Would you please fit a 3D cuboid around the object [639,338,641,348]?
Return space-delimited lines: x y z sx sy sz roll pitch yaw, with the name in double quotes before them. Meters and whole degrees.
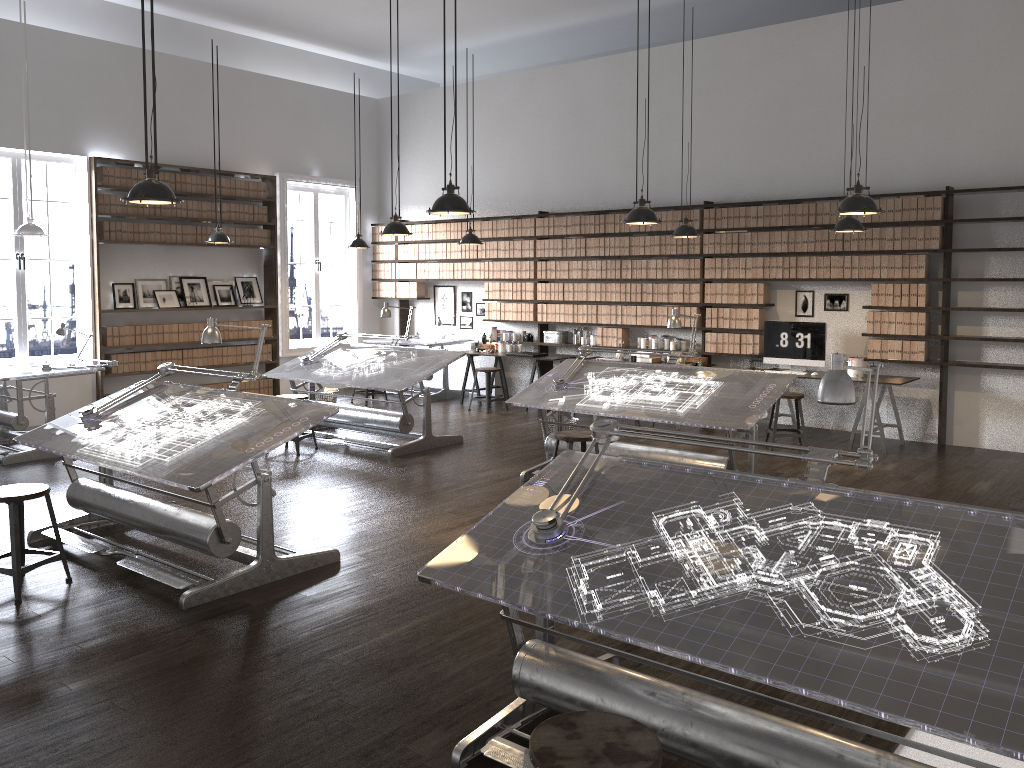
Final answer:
"object" 1.539 -0.485 10.515 0.063 0.117 0.063 -1 4 -10

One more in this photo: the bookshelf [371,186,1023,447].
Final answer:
"bookshelf" 1.571 -0.525 10.621 9.193 3.195 0.374 5 6 39

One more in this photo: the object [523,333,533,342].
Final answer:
"object" 0.198 -0.611 11.602 0.171 0.108 0.091 5 7 39

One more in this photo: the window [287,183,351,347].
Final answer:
"window" -2.805 -1.678 12.697 0.153 2.301 1.247 3 5 39

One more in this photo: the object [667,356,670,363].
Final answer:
"object" 1.789 -0.288 10.033 0.062 0.094 0.062 0 5 -1

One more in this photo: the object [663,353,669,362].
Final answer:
"object" 1.768 -0.304 10.168 0.062 0.094 0.062 -1 5 -10

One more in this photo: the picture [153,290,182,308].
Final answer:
"picture" -4.266 -1.048 10.966 0.145 0.228 0.300 4 7 39

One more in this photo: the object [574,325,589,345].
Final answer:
"object" 0.861 -0.635 11.123 0.181 0.271 0.157 2 5 23

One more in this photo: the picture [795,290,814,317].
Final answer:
"picture" 3.123 -0.856 9.443 0.201 0.283 0.022 4 5 38

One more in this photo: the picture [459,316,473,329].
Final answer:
"picture" -0.644 -0.866 12.507 0.251 0.183 0.023 5 6 39

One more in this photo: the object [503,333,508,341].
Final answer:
"object" -0.089 -0.626 11.804 0.062 0.094 0.062 2 5 25

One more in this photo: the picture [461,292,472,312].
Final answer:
"picture" -0.635 -1.157 12.482 0.201 0.283 0.022 4 5 38

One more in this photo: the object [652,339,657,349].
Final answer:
"object" 1.668 -0.467 10.358 0.062 0.119 0.062 1 4 7

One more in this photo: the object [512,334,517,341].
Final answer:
"object" 0.036 -0.620 11.750 0.062 0.094 0.062 2 5 25

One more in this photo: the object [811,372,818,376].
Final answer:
"object" 2.993 -0.099 8.745 0.059 0.028 0.106 4 8 35

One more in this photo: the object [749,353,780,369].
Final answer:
"object" 2.673 -0.240 9.383 0.284 0.160 0.204 4 7 31

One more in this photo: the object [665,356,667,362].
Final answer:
"object" 1.774 -0.295 10.101 0.063 0.093 0.063 -1 5 -10

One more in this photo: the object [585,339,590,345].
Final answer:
"object" 0.987 -0.531 11.027 0.181 0.093 0.062 -5 7 -37

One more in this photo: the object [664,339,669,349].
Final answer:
"object" 1.804 -0.465 10.337 0.062 0.119 0.062 1 4 7

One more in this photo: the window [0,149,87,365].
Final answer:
"window" -5.393 -1.317 9.699 0.153 2.488 1.486 3 5 39

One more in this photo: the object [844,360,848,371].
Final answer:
"object" 3.318 -0.162 8.812 0.096 0.142 0.097 -3 6 -34

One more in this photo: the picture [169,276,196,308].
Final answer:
"picture" -4.150 -1.169 11.228 0.091 0.404 0.370 3 6 39

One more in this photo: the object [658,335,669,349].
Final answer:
"object" 1.768 -0.489 10.406 0.094 0.161 0.206 4 7 40

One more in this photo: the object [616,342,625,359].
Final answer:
"object" 1.289 -0.400 10.541 0.101 0.208 0.102 0 4 -6

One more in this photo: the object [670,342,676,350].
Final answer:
"object" 1.855 -0.438 10.197 0.062 0.095 0.062 -2 5 -19

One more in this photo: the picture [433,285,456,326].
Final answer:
"picture" -0.966 -1.130 12.739 0.416 0.573 0.040 4 5 39

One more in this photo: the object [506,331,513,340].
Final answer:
"object" -0.030 -0.650 11.898 0.094 0.127 0.095 -2 5 -21

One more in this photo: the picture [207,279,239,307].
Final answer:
"picture" -3.809 -1.194 11.646 0.095 0.360 0.435 3 6 39

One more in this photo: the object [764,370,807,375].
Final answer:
"object" 2.742 -0.113 8.930 0.439 0.017 0.119 5 8 34

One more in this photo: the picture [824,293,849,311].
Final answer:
"picture" 3.382 -0.851 9.231 0.251 0.183 0.023 5 6 39

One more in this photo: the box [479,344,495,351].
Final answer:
"box" -0.315 -0.479 11.698 0.212 0.083 0.138 5 8 38

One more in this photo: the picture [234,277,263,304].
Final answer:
"picture" -3.544 -1.262 11.925 0.161 0.363 0.344 3 6 39

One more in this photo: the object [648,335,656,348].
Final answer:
"object" 1.661 -0.497 10.479 0.095 0.161 0.094 3 6 35

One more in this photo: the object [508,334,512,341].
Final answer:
"object" -0.027 -0.622 11.772 0.062 0.093 0.063 2 5 25

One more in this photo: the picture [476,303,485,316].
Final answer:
"picture" -0.404 -1.034 12.300 0.251 0.183 0.023 5 6 39

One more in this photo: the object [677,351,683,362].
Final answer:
"object" 1.866 -0.297 9.952 0.104 0.141 0.105 -5 7 -43

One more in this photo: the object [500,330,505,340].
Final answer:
"object" -0.129 -0.664 11.927 0.070 0.130 0.070 -1 5 -13

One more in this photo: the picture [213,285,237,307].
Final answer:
"picture" -3.769 -1.158 11.632 0.127 0.289 0.290 3 6 39

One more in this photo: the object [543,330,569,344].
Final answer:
"object" 0.563 -0.603 11.356 0.317 0.152 0.193 5 7 38

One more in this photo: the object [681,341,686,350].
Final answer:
"object" 1.985 -0.443 10.238 0.062 0.095 0.062 -2 5 -19

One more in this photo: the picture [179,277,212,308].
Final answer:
"picture" -4.031 -1.170 11.293 0.149 0.390 0.374 3 6 39

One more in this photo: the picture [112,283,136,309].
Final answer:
"picture" -4.656 -1.054 10.632 0.058 0.314 0.267 3 6 39

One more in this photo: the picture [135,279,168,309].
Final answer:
"picture" -4.418 -1.110 10.894 0.083 0.364 0.416 3 6 39

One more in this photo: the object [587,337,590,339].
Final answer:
"object" 0.964 -0.539 11.067 0.062 0.093 0.063 0 5 1

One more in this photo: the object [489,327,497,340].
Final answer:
"object" -0.256 -0.682 11.934 0.107 0.176 0.108 4 6 41

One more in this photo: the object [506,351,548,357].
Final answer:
"object" 0.189 -0.368 11.005 0.446 0.033 0.313 5 9 39

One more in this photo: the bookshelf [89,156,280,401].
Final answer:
"bookshelf" -4.118 -0.856 11.237 0.413 3.710 2.479 3 6 39

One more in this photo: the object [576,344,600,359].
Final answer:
"object" 0.923 -0.393 10.680 0.204 0.160 0.285 5 7 39

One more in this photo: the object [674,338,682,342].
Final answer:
"object" 1.935 -0.468 10.338 0.094 0.129 0.095 2 5 26

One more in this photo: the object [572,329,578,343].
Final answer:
"object" 0.800 -0.605 11.276 0.079 0.187 0.079 1 4 18

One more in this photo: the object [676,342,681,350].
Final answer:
"object" 1.920 -0.440 10.213 0.062 0.094 0.063 -2 5 -19

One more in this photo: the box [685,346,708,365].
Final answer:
"box" 2.038 -0.317 9.793 0.212 0.206 0.138 4 6 39

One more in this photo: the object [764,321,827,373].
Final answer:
"object" 2.914 -0.384 9.100 0.644 0.516 0.205 5 6 39

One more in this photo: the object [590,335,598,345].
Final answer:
"object" 1.018 -0.539 10.951 0.094 0.127 0.095 -5 7 -44

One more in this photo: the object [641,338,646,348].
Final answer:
"object" 1.554 -0.478 10.446 0.062 0.119 0.062 0 4 -1
